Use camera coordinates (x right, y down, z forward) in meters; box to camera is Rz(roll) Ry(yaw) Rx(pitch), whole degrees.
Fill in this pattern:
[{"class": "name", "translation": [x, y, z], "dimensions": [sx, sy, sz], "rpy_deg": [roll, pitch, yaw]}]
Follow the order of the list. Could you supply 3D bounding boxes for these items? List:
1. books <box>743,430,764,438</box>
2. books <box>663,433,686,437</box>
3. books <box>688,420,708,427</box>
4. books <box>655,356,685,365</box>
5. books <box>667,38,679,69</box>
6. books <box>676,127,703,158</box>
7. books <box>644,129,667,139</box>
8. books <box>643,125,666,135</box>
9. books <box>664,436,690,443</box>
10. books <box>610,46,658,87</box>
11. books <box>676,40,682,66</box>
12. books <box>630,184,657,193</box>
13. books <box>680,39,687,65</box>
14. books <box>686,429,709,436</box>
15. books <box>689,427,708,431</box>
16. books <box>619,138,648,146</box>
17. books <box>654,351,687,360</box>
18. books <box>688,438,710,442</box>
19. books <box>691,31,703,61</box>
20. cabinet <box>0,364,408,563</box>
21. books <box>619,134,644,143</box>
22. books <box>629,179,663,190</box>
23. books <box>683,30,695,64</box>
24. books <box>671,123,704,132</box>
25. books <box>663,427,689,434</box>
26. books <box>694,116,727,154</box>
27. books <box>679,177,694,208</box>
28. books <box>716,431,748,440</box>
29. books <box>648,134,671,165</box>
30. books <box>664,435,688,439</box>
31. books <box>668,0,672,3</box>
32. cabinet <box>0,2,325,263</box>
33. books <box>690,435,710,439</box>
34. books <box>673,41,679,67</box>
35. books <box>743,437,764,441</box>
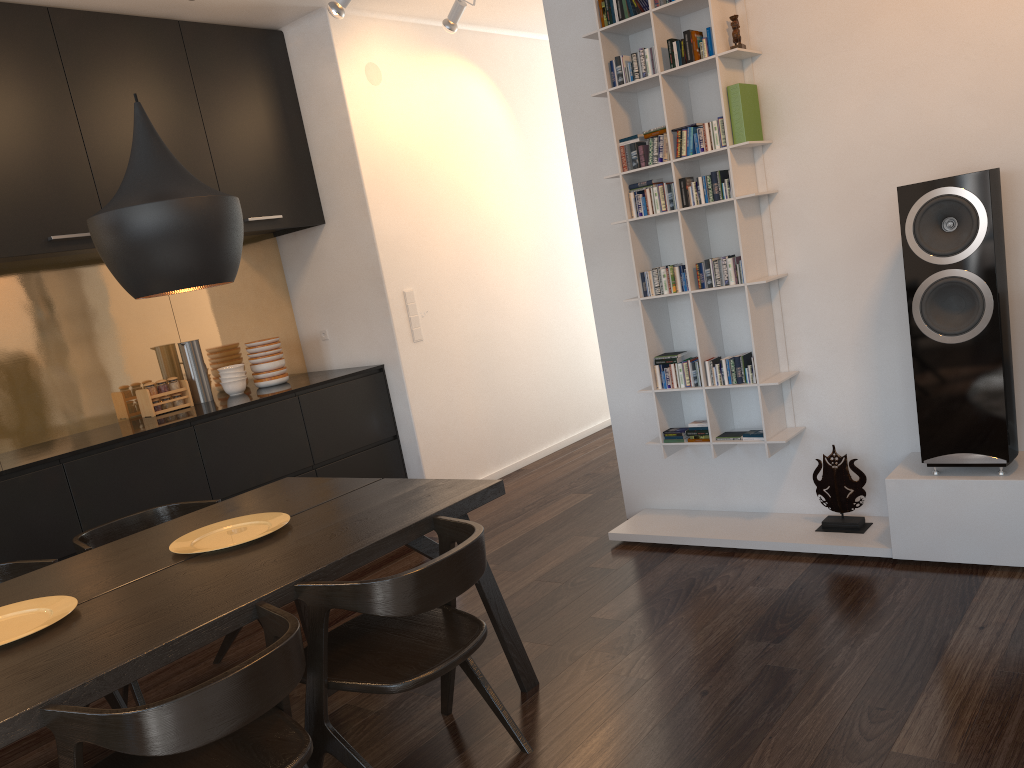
[{"class": "books", "translation": [1.005, 0.204, 3.627], "dimensions": [0.093, 0.014, 0.069], "rpy_deg": [-3, 11, 45]}, {"class": "books", "translation": [0.716, 0.213, 3.846], "dimensions": [0.092, 0.015, 0.069], "rpy_deg": [-4, 10, 39]}, {"class": "books", "translation": [0.808, 0.168, 3.760], "dimensions": [0.092, 0.014, 0.069], "rpy_deg": [-4, 10, 39]}, {"class": "books", "translation": [0.675, -0.102, 3.790], "dimensions": [0.107, 0.023, 0.068], "rpy_deg": [-4, 10, 39]}, {"class": "books", "translation": [0.626, -1.264, 3.392], "dimensions": [0.023, 0.109, 0.068], "rpy_deg": [-1, 14, 39]}, {"class": "books", "translation": [0.695, -0.947, 3.471], "dimensions": [0.088, 0.109, 0.094], "rpy_deg": [-2, 13, 39]}, {"class": "books", "translation": [0.589, -0.998, 3.521], "dimensions": [0.107, 0.018, 0.068], "rpy_deg": [-4, 10, 39]}, {"class": "books", "translation": [0.593, -1.014, 3.524], "dimensions": [0.112, 0.015, 0.092], "rpy_deg": [-4, 10, 39]}, {"class": "books", "translation": [0.723, 0.239, 3.850], "dimensions": [0.098, 0.015, 0.073], "rpy_deg": [-4, 10, 39]}, {"class": "books", "translation": [0.511, -1.263, 3.521], "dimensions": [0.222, 0.114, 0.107], "rpy_deg": [-4, 12, 39]}, {"class": "books", "translation": [0.654, -1.258, 3.375], "dimensions": [0.014, 0.093, 0.068], "rpy_deg": [-1, 14, 39]}, {"class": "books", "translation": [0.558, -0.810, 3.660], "dimensions": [0.112, 0.012, 0.092], "rpy_deg": [-4, 10, 39]}, {"class": "books", "translation": [0.666, -1.260, 3.363], "dimensions": [0.020, 0.094, 0.068], "rpy_deg": [-1, 14, 39]}, {"class": "books", "translation": [0.806, 0.201, 3.769], "dimensions": [0.107, 0.023, 0.068], "rpy_deg": [-4, 10, 39]}, {"class": "books", "translation": [0.810, 0.182, 3.762], "dimensions": [0.092, 0.014, 0.069], "rpy_deg": [-4, 10, 39]}, {"class": "books", "translation": [0.496, -0.988, 3.611], "dimensions": [0.092, 0.014, 0.069], "rpy_deg": [-4, 10, 39]}, {"class": "books", "translation": [0.684, -0.123, 3.799], "dimensions": [0.112, 0.012, 0.092], "rpy_deg": [-4, 10, 39]}, {"class": "books", "translation": [0.815, 0.233, 3.779], "dimensions": [0.107, 0.017, 0.068], "rpy_deg": [-4, 10, 39]}, {"class": "books", "translation": [0.703, -1.271, 3.334], "dimensions": [0.016, 0.109, 0.068], "rpy_deg": [-1, 14, 39]}, {"class": "cabinet", "translation": [-2.475, 0.893, 3.558], "dimensions": [0.733, 0.912, 4.993], "rpy_deg": [-2, 11, 39]}, {"class": "books", "translation": [0.495, -1.000, 3.603], "dimensions": [0.093, 0.014, 0.069], "rpy_deg": [-3, 11, 45]}, {"class": "books", "translation": [0.556, -0.826, 3.661], "dimensions": [0.112, 0.023, 0.094], "rpy_deg": [-4, 10, 39]}, {"class": "books", "translation": [0.683, -1.273, 3.347], "dimensions": [0.029, 0.117, 0.073], "rpy_deg": [-1, 14, 39]}, {"class": "books", "translation": [0.686, -1.001, 3.450], "dimensions": [0.107, 0.008, 0.068], "rpy_deg": [-4, 10, 39]}, {"class": "books", "translation": [0.720, 0.202, 3.841], "dimensions": [0.107, 0.009, 0.068], "rpy_deg": [-4, 10, 39]}, {"class": "books", "translation": [0.786, -0.959, 3.408], "dimensions": [0.137, 0.114, 0.121], "rpy_deg": [-3, 12, 39]}, {"class": "books", "translation": [0.703, -0.764, 3.531], "dimensions": [0.029, 0.117, 0.073], "rpy_deg": [-1, 14, 39]}, {"class": "books", "translation": [0.931, 0.218, 3.724], "dimensions": [0.112, 0.012, 0.092], "rpy_deg": [-4, 10, 39]}, {"class": "books", "translation": [0.607, -0.941, 3.547], "dimensions": [0.114, 0.109, 0.094], "rpy_deg": [-3, 13, 39]}, {"class": "books", "translation": [0.721, 0.225, 3.848], "dimensions": [0.092, 0.014, 0.069], "rpy_deg": [-4, 10, 39]}, {"class": "books", "translation": [0.606, -1.486, 3.348], "dimensions": [0.012, 0.109, 0.068], "rpy_deg": [-1, 14, 39]}, {"class": "cabinet", "translation": [-1.938, -1.212, 4.404], "dimensions": [0.532, 1.064, 1.928], "rpy_deg": [-2, 12, 39]}, {"class": "books", "translation": [0.816, 0.218, 3.770], "dimensions": [0.092, 0.014, 0.069], "rpy_deg": [-4, 10, 39]}, {"class": "books", "translation": [0.643, -1.258, 3.384], "dimensions": [0.014, 0.093, 0.068], "rpy_deg": [-1, 14, 39]}, {"class": "books", "translation": [1.007, 0.217, 3.635], "dimensions": [0.092, 0.014, 0.069], "rpy_deg": [-4, 10, 39]}]
